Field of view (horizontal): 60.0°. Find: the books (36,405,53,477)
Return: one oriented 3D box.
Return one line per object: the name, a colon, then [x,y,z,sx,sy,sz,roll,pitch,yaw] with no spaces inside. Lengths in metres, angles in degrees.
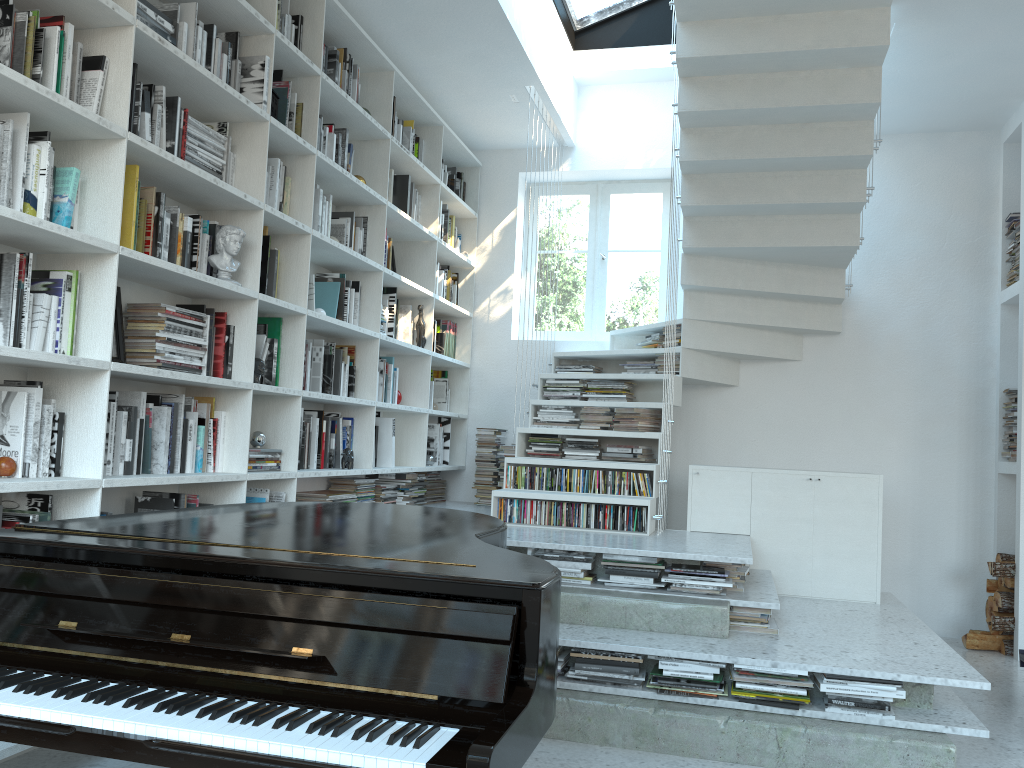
books: [-1.489,0.172,2.719,0.153,0.220,0.029,2,-3,15]

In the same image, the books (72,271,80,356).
books: [-1.449,-0.218,2.798,0.162,0.281,0.021,2,-3,15]

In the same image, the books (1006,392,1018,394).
books: [3.162,0.060,5.389,0.254,0.010,0.138,2,-4,14]

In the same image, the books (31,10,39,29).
books: [-1.479,-0.967,2.630,0.157,0.275,0.005,2,-3,15]

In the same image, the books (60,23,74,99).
books: [-1.446,-0.962,2.729,0.190,0.284,0.022,2,-3,15]

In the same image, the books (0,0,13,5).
books: [-1.512,-0.973,2.564,0.129,0.275,0.012,2,-3,15]

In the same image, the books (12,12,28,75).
books: [-1.483,-0.954,2.568,0.173,0.240,0.005,2,-3,15]

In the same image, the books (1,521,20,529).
books: [-1.535,0.524,2.603,0.164,0.244,0.037,2,-3,15]

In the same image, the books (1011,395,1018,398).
books: [3.157,0.078,5.372,0.203,0.018,0.159,2,-4,10]

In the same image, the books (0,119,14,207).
books: [-1.505,-0.610,2.532,0.167,0.286,0.012,2,-3,15]

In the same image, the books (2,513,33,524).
books: [-1.507,0.516,2.621,0.191,0.266,0.011,2,-3,15]

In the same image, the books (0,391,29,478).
books: [-1.518,0.148,2.639,0.161,0.254,0.012,2,-3,15]

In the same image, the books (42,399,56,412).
books: [-1.500,0.166,2.804,0.107,0.242,0.019,2,-3,15]

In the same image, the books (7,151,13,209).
books: [-1.514,-0.578,2.563,0.149,0.224,0.048,2,-3,15]

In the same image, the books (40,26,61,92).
books: [-1.446,-0.947,2.663,0.188,0.243,0.013,2,-3,15]

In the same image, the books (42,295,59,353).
books: [-1.479,-0.178,2.728,0.172,0.188,0.024,2,-3,15]

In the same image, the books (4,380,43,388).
books: [-1.500,0.135,2.702,0.132,0.290,0.014,2,-3,15]

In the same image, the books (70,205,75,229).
books: [-1.454,-0.536,2.809,0.142,0.181,0.027,2,-3,15]

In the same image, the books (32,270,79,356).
books: [-1.450,-0.218,2.782,0.187,0.279,0.011,2,-3,15]

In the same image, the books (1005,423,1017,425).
books: [3.152,0.250,5.375,0.266,0.010,0.145,2,-4,14]

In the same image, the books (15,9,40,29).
books: [-1.484,-0.972,2.651,0.155,0.287,0.033,2,-3,15]

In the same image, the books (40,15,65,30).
books: [-1.452,-0.974,2.715,0.165,0.303,0.006,2,-3,15]

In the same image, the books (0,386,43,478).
books: [-1.499,0.144,2.670,0.159,0.269,0.027,2,-3,15]

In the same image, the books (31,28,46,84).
books: [-1.460,-0.938,2.617,0.181,0.216,0.006,2,-3,15]

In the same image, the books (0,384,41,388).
books: [-1.507,0.141,2.692,0.155,0.277,0.010,2,-3,15]

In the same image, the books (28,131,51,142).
books: [-1.473,-0.607,2.663,0.178,0.300,0.011,2,-3,15]

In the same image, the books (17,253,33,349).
books: [-1.506,-0.241,2.631,0.166,0.298,0.012,2,-3,15]

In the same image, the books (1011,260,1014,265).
books: [3.198,-0.752,5.414,0.236,0.015,0.150,1,-4,18]

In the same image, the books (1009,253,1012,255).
books: [3.202,-0.809,5.417,0.249,0.006,0.189,2,-4,13]

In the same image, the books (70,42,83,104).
books: [-1.431,-0.943,2.794,0.155,0.257,0.022,2,-3,15]

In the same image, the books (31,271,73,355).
books: [-1.464,-0.215,2.766,0.178,0.269,0.027,2,-3,15]

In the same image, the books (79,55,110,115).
books: [-1.400,-0.929,2.829,0.208,0.237,0.064,2,-3,15]

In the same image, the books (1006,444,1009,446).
books: [3.143,0.377,5.371,0.242,0.012,0.137,2,-4,17]

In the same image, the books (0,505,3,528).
books: [-1.557,0.496,2.579,0.134,0.294,0.025,2,-3,15]

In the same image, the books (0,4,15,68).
books: [-1.507,-0.963,2.553,0.161,0.254,0.005,2,-3,15]

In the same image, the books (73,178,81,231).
books: [-1.449,-0.552,2.836,0.126,0.217,0.026,2,-3,15]

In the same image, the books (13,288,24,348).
books: [-1.508,-0.187,2.597,0.154,0.186,0.025,2,-3,15]

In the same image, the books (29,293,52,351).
books: [-1.485,-0.181,2.688,0.156,0.188,0.057,2,-3,15]

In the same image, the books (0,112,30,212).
books: [-1.496,-0.627,2.592,0.173,0.329,0.010,2,-3,15]

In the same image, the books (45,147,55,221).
books: [-1.470,-0.585,2.678,0.170,0.259,0.023,2,-3,15]

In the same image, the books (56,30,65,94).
books: [-1.453,-0.949,2.707,0.180,0.253,0.006,2,-3,15]

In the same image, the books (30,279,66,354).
books: [-1.463,-0.204,2.744,0.171,0.244,0.012,2,-3,15]

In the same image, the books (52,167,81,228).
books: [-1.446,-0.562,2.763,0.179,0.227,0.060,2,-3,15]

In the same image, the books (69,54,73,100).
books: [-1.447,-0.925,2.773,0.142,0.216,0.024,2,-3,15]

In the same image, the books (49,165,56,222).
books: [-1.480,-0.562,2.727,0.150,0.219,0.026,2,-3,15]

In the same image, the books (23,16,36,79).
books: [-1.470,-0.950,2.584,0.178,0.236,0.005,2,-3,15]

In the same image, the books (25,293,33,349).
books: [-1.510,-0.182,2.650,0.154,0.182,0.030,2,-3,15]

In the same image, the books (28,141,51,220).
books: [-1.468,-0.590,2.648,0.193,0.265,0.012,2,-3,15]

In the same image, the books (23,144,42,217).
books: [-1.483,-0.583,2.631,0.170,0.247,0.028,2,-3,15]

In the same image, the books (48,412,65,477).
books: [-1.481,0.186,2.775,0.158,0.201,0.024,2,-3,15]

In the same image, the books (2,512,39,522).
books: [-1.511,0.523,2.693,0.147,0.260,0.012,2,-3,15]

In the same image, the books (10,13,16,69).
books: [-1.508,-0.954,2.570,0.146,0.239,0.005,2,-3,15]

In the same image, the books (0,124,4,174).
books: [-1.521,-0.602,2.517,0.151,0.267,0.022,2,-3,15]

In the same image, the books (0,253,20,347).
books: [-1.515,-0.238,2.583,0.159,0.285,0.012,2,-3,15]

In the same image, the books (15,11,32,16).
books: [-1.492,-0.964,2.619,0.149,0.266,0.009,2,-3,15]

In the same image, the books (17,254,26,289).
books: [-1.513,-0.239,2.620,0.156,0.291,0.011,2,-3,15]

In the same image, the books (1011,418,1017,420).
books: [3.149,0.220,5.357,0.206,0.012,0.183,2,-4,17]
